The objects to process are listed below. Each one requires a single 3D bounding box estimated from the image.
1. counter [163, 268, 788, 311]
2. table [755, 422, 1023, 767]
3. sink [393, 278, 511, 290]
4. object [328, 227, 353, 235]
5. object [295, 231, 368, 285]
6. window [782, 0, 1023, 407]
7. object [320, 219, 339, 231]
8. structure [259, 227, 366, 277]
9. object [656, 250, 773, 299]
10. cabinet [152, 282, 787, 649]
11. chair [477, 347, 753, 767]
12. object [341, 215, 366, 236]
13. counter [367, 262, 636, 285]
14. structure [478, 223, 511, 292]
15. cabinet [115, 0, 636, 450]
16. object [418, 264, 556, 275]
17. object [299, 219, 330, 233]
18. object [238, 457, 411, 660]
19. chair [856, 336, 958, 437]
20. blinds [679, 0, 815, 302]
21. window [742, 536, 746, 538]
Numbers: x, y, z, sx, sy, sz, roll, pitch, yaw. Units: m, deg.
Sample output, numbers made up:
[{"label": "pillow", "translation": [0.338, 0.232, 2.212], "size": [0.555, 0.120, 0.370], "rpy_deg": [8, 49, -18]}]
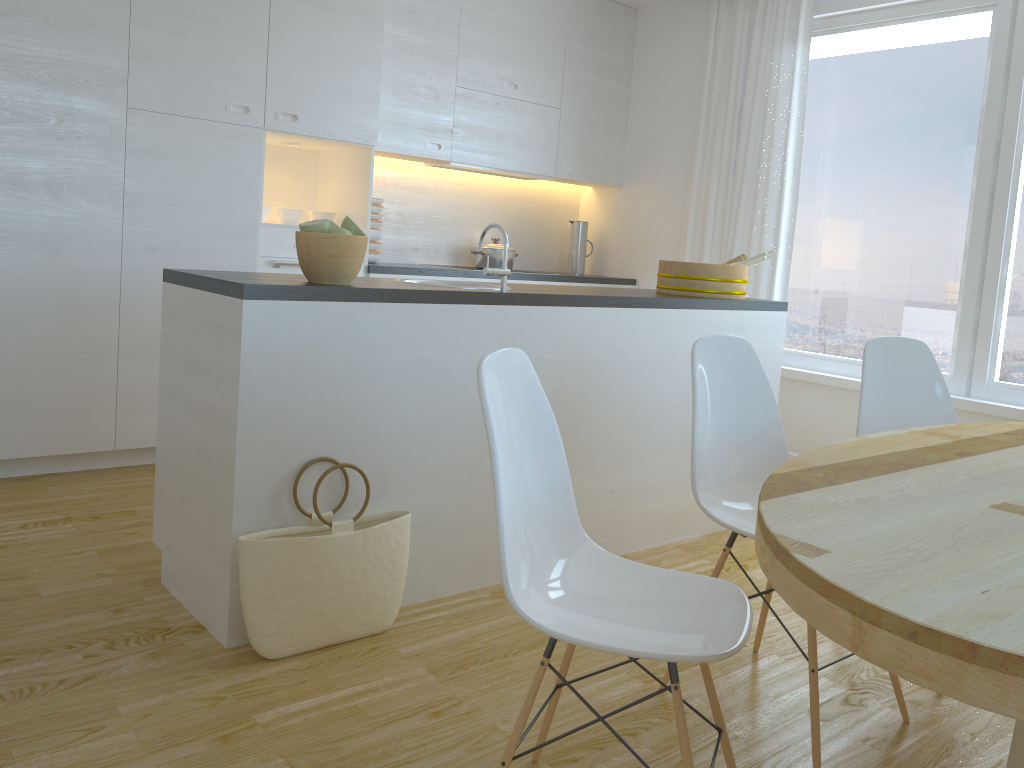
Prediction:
[{"label": "counter", "translation": [0.058, -0.328, 3.213], "size": [2.402, 0.040, 0.604], "rpy_deg": [-3, 11, -40]}, {"label": "table", "translation": [1.244, 0.566, 1.671], "size": [2.191, 0.721, 1.201], "rpy_deg": [-3, 11, -41]}, {"label": "sink", "translation": [-0.209, -0.268, 3.042], "size": [0.404, 0.156, 0.407], "rpy_deg": [5, 8, 2]}, {"label": "object", "translation": [-0.487, -0.403, 2.520], "size": [0.081, 0.085, 0.098], "rpy_deg": [6, 7, 14]}, {"label": "object", "translation": [-0.521, -0.361, 2.543], "size": [0.205, 0.141, 0.206], "rpy_deg": [6, 8, 11]}, {"label": "window", "translation": [2.286, -0.887, 4.182], "size": [0.088, 1.906, 2.744], "rpy_deg": [0, 9, -40]}, {"label": "object", "translation": [-0.537, -0.431, 2.580], "size": [0.102, 0.098, 0.087], "rpy_deg": [2, 7, -19]}, {"label": "structure", "translation": [-0.973, -0.449, 4.330], "size": [0.561, 0.592, 0.049], "rpy_deg": [-1, 8, -40]}, {"label": "object", "translation": [0.842, -0.485, 3.798], "size": [0.429, 0.213, 0.381], "rpy_deg": [3, 8, -12]}, {"label": "cabinet", "translation": [0.023, 0.141, 3.255], "size": [2.402, 0.904, 0.604], "rpy_deg": [-3, 9, -40]}, {"label": "chair", "translation": [0.187, 0.409, 1.607], "size": [0.524, 0.896, 0.431], "rpy_deg": [6, 6, 20]}, {"label": "object", "translation": [-0.460, -0.454, 2.576], "size": [0.074, 0.071, 0.078], "rpy_deg": [2, 7, -15]}, {"label": "counter", "translation": [-0.148, -0.673, 5.370], "size": [2.002, 0.040, 0.604], "rpy_deg": [-3, 11, -40]}, {"label": "structure", "translation": [-0.084, -0.412, 2.850], "size": [0.097, 0.214, 0.163], "rpy_deg": [0, 8, -40]}, {"label": "cabinet", "translation": [-0.545, -0.955, 4.911], "size": [3.203, 2.287, 0.484], "rpy_deg": [-2, 8, -40]}, {"label": "object", "translation": [-0.145, -0.691, 5.374], "size": [0.654, 0.013, 0.565], "rpy_deg": [-3, 11, -40]}, {"label": "object", "translation": [-0.558, -0.433, 2.492], "size": [0.084, 0.065, 0.086], "rpy_deg": [0, 8, -28]}, {"label": "object", "translation": [-0.068, 0.515, 2.145], "size": [1.193, 0.498, 0.472], "rpy_deg": [9, 8, 27]}, {"label": "chair", "translation": [1.281, 0.336, 2.626], "size": [0.429, 0.896, 0.527], "rpy_deg": [2, 6, -20]}, {"label": "blinds", "translation": [1.291, -1.281, 5.069], "size": [0.150, 2.147, 0.799], "rpy_deg": [0, 7, -40]}, {"label": "window", "translation": [1.205, -0.413, 0.916], "size": [1.881, 2.041, 2.565], "rpy_deg": [-1, 9, -40]}]
